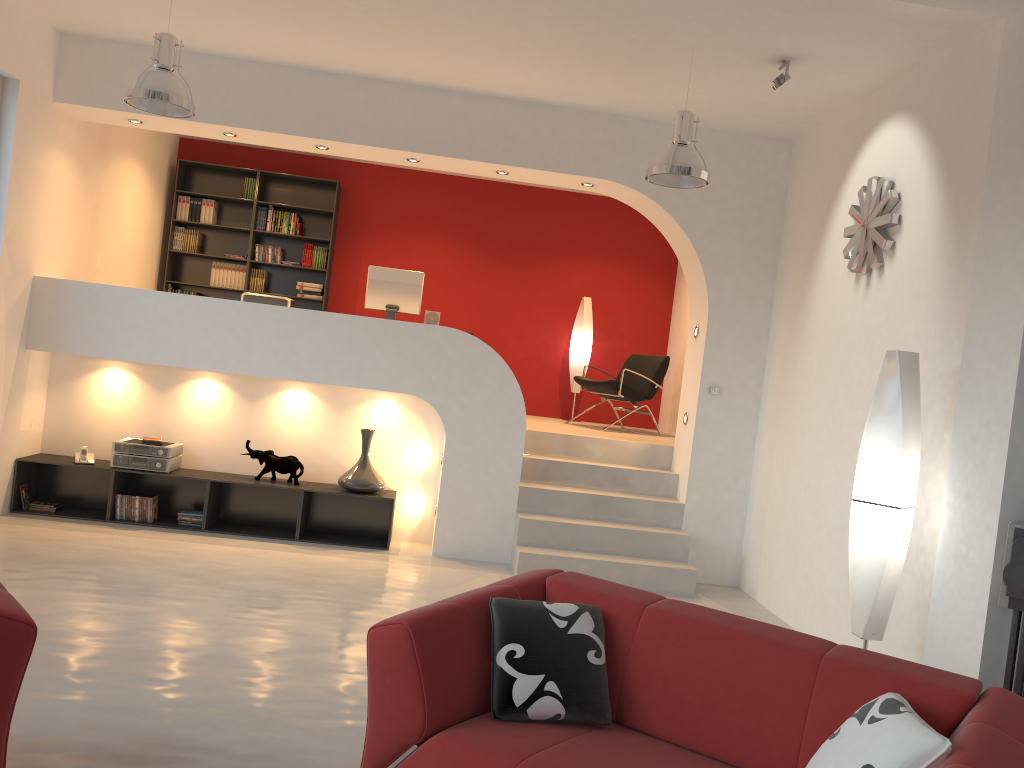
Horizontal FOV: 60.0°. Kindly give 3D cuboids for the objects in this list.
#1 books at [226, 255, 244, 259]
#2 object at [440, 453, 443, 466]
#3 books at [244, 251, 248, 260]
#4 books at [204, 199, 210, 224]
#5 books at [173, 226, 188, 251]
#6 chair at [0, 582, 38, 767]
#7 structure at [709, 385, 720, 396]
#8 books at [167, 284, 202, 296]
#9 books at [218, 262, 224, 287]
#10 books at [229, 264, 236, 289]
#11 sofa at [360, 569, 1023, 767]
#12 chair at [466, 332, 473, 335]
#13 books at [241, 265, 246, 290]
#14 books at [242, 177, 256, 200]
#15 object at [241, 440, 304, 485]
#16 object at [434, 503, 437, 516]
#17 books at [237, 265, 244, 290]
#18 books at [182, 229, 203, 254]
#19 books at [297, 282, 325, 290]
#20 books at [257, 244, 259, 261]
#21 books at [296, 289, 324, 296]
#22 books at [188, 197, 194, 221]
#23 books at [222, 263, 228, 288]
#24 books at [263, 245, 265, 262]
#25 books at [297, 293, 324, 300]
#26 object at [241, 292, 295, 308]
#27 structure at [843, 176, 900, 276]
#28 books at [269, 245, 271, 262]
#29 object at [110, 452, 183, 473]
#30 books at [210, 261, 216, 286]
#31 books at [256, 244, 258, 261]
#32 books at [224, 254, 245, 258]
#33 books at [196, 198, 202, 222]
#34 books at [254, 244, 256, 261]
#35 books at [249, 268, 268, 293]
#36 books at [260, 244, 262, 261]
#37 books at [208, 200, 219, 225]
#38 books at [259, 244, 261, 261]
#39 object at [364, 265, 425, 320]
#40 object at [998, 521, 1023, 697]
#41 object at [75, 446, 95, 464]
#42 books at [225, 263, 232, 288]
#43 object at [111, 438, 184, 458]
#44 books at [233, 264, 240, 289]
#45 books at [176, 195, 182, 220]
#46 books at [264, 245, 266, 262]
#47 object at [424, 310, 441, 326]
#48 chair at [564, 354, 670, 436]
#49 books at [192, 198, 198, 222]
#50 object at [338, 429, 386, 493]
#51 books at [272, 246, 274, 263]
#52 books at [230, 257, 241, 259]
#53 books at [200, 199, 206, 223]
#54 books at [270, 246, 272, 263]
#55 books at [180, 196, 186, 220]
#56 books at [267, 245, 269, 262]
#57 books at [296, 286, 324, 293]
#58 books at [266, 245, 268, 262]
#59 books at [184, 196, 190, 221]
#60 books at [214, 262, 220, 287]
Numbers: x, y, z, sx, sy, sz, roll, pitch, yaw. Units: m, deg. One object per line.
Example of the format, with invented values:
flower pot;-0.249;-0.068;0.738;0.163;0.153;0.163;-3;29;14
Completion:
books;-2.909;-1.332;9.361;0.190;0.015;0.135;7;1;-5
object;-0.557;0.600;7.026;0.011;0.105;0.105;7;1;-5
books;-2.777;-1.388;9.371;0.063;0.187;0.135;7;1;-5
books;-3.176;-1.791;9.306;0.040;0.260;0.200;7;1;-5
books;-3.474;-1.505;9.299;0.090;0.256;0.181;7;1;-5
chair;-2.038;0.828;2.338;1.288;0.738;0.951;6;1;-45
structure;1.569;0.052;6.870;0.080;0.080;0.016;7;1;-5
books;-3.423;-0.877;9.297;0.341;0.286;0.231;7;1;-5
books;-3.042;-1.138;9.334;0.040;0.260;0.200;7;1;-5
books;-2.921;-1.124;9.345;0.040;0.260;0.200;7;1;-5
sofa;0.491;1.128;2.617;1.929;0.738;0.951;7;1;35
chair;-0.803;-0.158;8.633;0.664;0.795;0.768;7;1;15
books;-2.801;-1.109;9.356;0.040;0.260;0.200;7;1;-5
books;-2.742;-2.032;9.348;0.146;0.240;0.170;7;1;-5
object;-1.848;0.604;6.859;0.507;0.296;0.191;7;1;10
object;-0.605;0.997;7.032;0.011;0.105;0.105;7;1;-5
books;-2.841;-1.114;9.352;0.040;0.260;0.200;7;1;-5
books;-3.356;-1.483;9.309;0.146;0.240;0.170;7;1;-5
books;-2.125;-1.039;9.391;0.260;0.040;0.200;7;1;-5
books;-2.672;-1.377;9.380;0.031;0.190;0.135;7;1;-5
books;-2.141;-0.960;9.401;0.260;0.040;0.200;7;1;-5
books;-3.337;-1.810;9.291;0.040;0.260;0.200;7;1;-5
books;-3.002;-1.133;9.338;0.040;0.260;0.200;7;1;-5
books;-2.613;-1.370;9.385;0.031;0.190;0.135;7;1;-5
books;-2.128;-0.918;9.407;0.260;0.040;0.200;7;1;-4
object;-1.991;-0.615;7.291;0.397;0.217;0.458;7;1;-5
structure;2.161;-0.958;5.380;0.090;0.596;0.596;7;1;-5
books;-2.553;-1.363;9.391;0.031;0.190;0.135;7;1;-5
object;-2.781;0.582;6.751;0.430;0.100;0.365;7;1;-5
books;-3.122;-1.147;9.327;0.040;0.260;0.200;7;1;-5
books;-2.687;-1.379;9.379;0.031;0.190;0.135;7;1;-5
books;-2.925;-1.349;9.359;0.190;0.015;0.135;7;1;-5
books;-3.257;-1.800;9.298;0.040;0.260;0.200;7;1;-5
books;-2.702;-1.381;9.377;0.031;0.190;0.135;7;1;-5
books;-2.678;-1.085;9.378;0.146;0.240;0.170;7;1;-5
books;-2.642;-1.374;9.383;0.031;0.190;0.135;7;1;-5
books;-3.136;-1.786;9.309;0.040;0.260;0.200;7;1;-5
books;-2.657;-1.375;9.381;0.031;0.190;0.135;7;1;-5
object;-0.972;-0.719;7.296;0.458;0.452;0.230;7;1;-5
object;1.973;1.104;3.472;0.214;1.112;0.229;8;1;40
object;-3.194;0.526;6.634;0.130;0.117;0.146;6;1;-30
books;-2.961;-1.128;9.341;0.040;0.260;0.200;7;1;-5
object;-2.770;0.485;6.757;0.430;0.077;0.349;7;1;-5
books;-2.881;-1.119;9.349;0.040;0.260;0.200;7;1;-5
books;-3.457;-1.824;9.280;0.040;0.260;0.200;7;1;-5
books;-2.598;-1.368;9.387;0.031;0.190;0.135;7;1;-5
object;-0.668;-0.531;7.378;0.133;0.147;0.151;6;1;-22
chair;1.061;0.062;8.859;0.768;0.795;0.664;6;1;-30
books;-3.297;-1.805;9.295;0.040;0.260;0.200;7;1;-5
object;-1.147;0.594;6.896;0.369;0.481;0.369;6;1;-40
books;-2.524;-1.360;9.393;0.031;0.190;0.135;7;1;-5
books;-2.918;-1.318;9.360;0.190;0.015;0.135;7;1;-5
books;-3.216;-1.795;9.302;0.040;0.260;0.200;7;1;-5
books;-2.539;-1.361;9.392;0.031;0.190;0.135;7;1;-5
books;-3.417;-1.819;9.284;0.040;0.260;0.200;7;1;-5
books;-2.568;-1.365;9.389;0.031;0.190;0.135;7;1;-5
books;-2.141;-1.000;9.399;0.260;0.040;0.200;7;1;-6
books;-2.583;-1.367;9.388;0.031;0.190;0.135;7;1;-5
books;-3.377;-1.814;9.288;0.040;0.260;0.200;7;1;-5
books;-3.081;-1.143;9.331;0.040;0.260;0.200;7;1;-5
